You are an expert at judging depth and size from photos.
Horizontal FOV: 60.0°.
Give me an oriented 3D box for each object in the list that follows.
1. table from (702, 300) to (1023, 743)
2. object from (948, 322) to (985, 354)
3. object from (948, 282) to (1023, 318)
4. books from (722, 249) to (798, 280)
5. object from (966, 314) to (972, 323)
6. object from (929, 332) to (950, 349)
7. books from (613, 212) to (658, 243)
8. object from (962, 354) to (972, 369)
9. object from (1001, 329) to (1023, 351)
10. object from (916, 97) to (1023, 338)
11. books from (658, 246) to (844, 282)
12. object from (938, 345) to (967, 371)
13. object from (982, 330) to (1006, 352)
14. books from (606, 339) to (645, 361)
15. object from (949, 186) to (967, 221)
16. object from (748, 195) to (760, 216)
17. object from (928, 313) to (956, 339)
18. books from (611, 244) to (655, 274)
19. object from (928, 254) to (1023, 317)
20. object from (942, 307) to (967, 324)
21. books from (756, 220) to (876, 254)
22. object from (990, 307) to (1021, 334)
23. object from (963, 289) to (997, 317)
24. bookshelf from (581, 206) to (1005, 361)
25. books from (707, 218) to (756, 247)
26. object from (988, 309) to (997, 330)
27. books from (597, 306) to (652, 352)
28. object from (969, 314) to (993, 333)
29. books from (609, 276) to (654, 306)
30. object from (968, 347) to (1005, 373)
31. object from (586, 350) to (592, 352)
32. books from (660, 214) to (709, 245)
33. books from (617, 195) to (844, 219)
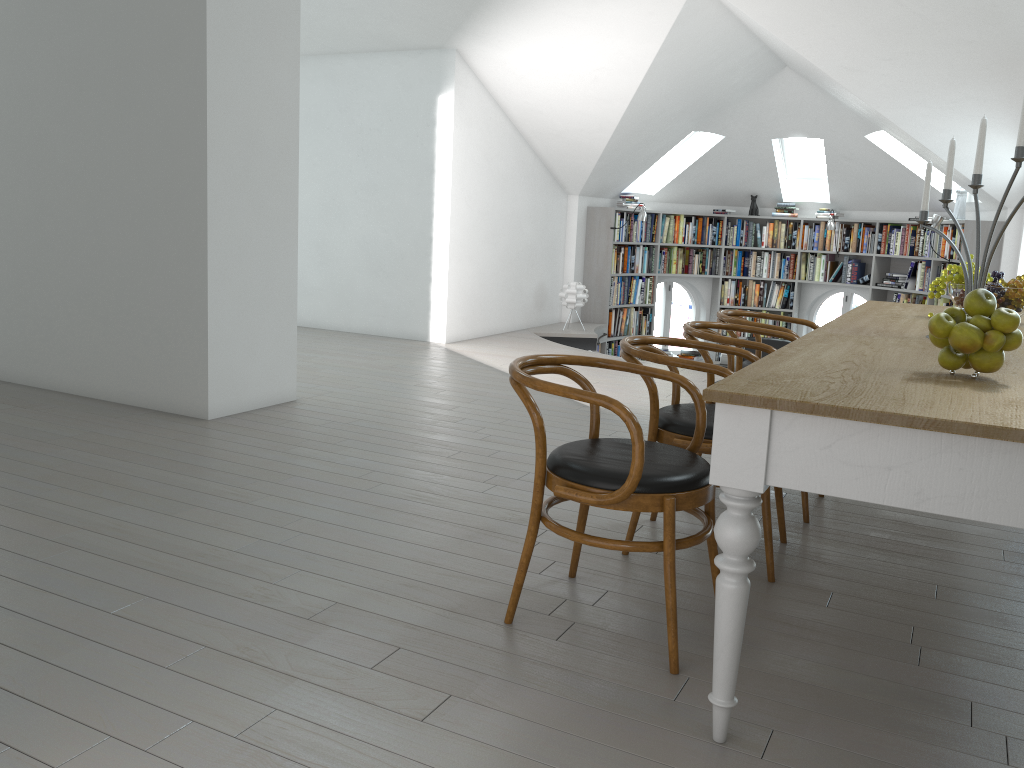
[{"bbox_3d":[1.591,0.234,3.137,1.020,0.795,3.359,7,11,26],"label":"table"},{"bbox_3d":[1.080,-0.109,2.106,0.076,0.076,0.077,2,9,-6],"label":"object"},{"bbox_3d":[2.035,-0.339,3.753,0.360,0.159,0.361,4,10,7],"label":"object"},{"bbox_3d":[3.191,-1.547,11.411,1.028,0.357,0.302,5,10,12],"label":"books"},{"bbox_3d":[1.141,-0.143,2.226,0.071,0.063,0.072,6,10,20],"label":"object"},{"bbox_3d":[1.080,-0.123,2.214,0.071,0.072,0.071,1,9,-9],"label":"object"},{"bbox_3d":[1.383,-1.908,10.774,0.301,0.360,1.034,11,13,42],"label":"books"},{"bbox_3d":[1.133,-0.062,2.204,0.050,0.050,0.051,8,11,30],"label":"object"},{"bbox_3d":[1.181,-0.108,2.110,0.062,0.059,0.062,8,11,30],"label":"object"},{"bbox_3d":[1.563,-0.562,2.861,0.265,0.871,0.778,3,9,1],"label":"object"},{"bbox_3d":[2.954,-1.527,11.272,2.529,0.369,0.593,4,10,7],"label":"books"},{"bbox_3d":[1.075,-0.065,2.165,0.063,0.063,0.064,10,12,37],"label":"object"},{"bbox_3d":[1.130,-0.101,2.083,0.051,0.053,0.053,6,10,18],"label":"object"},{"bbox_3d":[1.345,-0.429,11.040,0.919,0.318,0.283,-7,14,-44],"label":"books"},{"bbox_3d":[4.717,-1.942,9.308,0.179,0.470,0.179,9,11,35],"label":"object"},{"bbox_3d":[3.093,-2.269,11.281,0.147,0.264,0.202,7,10,23],"label":"object"},{"bbox_3d":[1.039,-0.141,2.141,0.063,0.063,0.062,1,10,-11],"label":"object"},{"bbox_3d":[1.368,-1.531,10.853,0.304,0.346,1.090,11,13,42],"label":"books"},{"bbox_3d":[2.022,-0.406,3.767,0.393,0.283,0.294,1,10,-9],"label":"object"},{"bbox_3d":[1.084,-0.161,2.174,0.058,0.057,0.053,11,12,41],"label":"object"},{"bbox_3d":[3.802,-1.844,11.031,1.569,0.365,0.395,9,11,32],"label":"books"},{"bbox_3d":[1.158,-0.149,2.080,0.062,0.059,0.062,8,11,27],"label":"object"},{"bbox_3d":[1.136,-0.195,2.152,0.072,0.074,0.073,7,10,26],"label":"object"},{"bbox_3d":[3.243,-1.044,10.532,4.339,1.872,2.115,8,11,26],"label":"bookshelf"},{"bbox_3d":[2.797,-1.947,11.398,0.682,0.344,0.266,3,9,4],"label":"books"},{"bbox_3d":[1.182,-0.147,2.164,0.066,0.071,0.073,2,9,-4],"label":"object"},{"bbox_3d":[1.165,-0.580,10.747,0.391,0.692,1.644,9,12,36],"label":"books"},{"bbox_3d":[1.123,-0.141,2.121,0.053,0.050,0.053,2,9,-2],"label":"object"},{"bbox_3d":[1.363,-1.151,10.862,0.261,0.357,1.021,11,13,43],"label":"books"},{"bbox_3d":[1.143,-0.063,2.136,0.080,0.073,0.079,0,10,-18],"label":"object"},{"bbox_3d":[0.713,-0.305,9.016,0.218,0.082,0.475,1,10,-10],"label":"object"},{"bbox_3d":[2.126,-1.967,11.274,0.793,0.371,0.270,-1,10,-19],"label":"books"},{"bbox_3d":[2.678,-2.212,11.098,2.814,0.173,0.751,2,10,-3],"label":"books"}]
